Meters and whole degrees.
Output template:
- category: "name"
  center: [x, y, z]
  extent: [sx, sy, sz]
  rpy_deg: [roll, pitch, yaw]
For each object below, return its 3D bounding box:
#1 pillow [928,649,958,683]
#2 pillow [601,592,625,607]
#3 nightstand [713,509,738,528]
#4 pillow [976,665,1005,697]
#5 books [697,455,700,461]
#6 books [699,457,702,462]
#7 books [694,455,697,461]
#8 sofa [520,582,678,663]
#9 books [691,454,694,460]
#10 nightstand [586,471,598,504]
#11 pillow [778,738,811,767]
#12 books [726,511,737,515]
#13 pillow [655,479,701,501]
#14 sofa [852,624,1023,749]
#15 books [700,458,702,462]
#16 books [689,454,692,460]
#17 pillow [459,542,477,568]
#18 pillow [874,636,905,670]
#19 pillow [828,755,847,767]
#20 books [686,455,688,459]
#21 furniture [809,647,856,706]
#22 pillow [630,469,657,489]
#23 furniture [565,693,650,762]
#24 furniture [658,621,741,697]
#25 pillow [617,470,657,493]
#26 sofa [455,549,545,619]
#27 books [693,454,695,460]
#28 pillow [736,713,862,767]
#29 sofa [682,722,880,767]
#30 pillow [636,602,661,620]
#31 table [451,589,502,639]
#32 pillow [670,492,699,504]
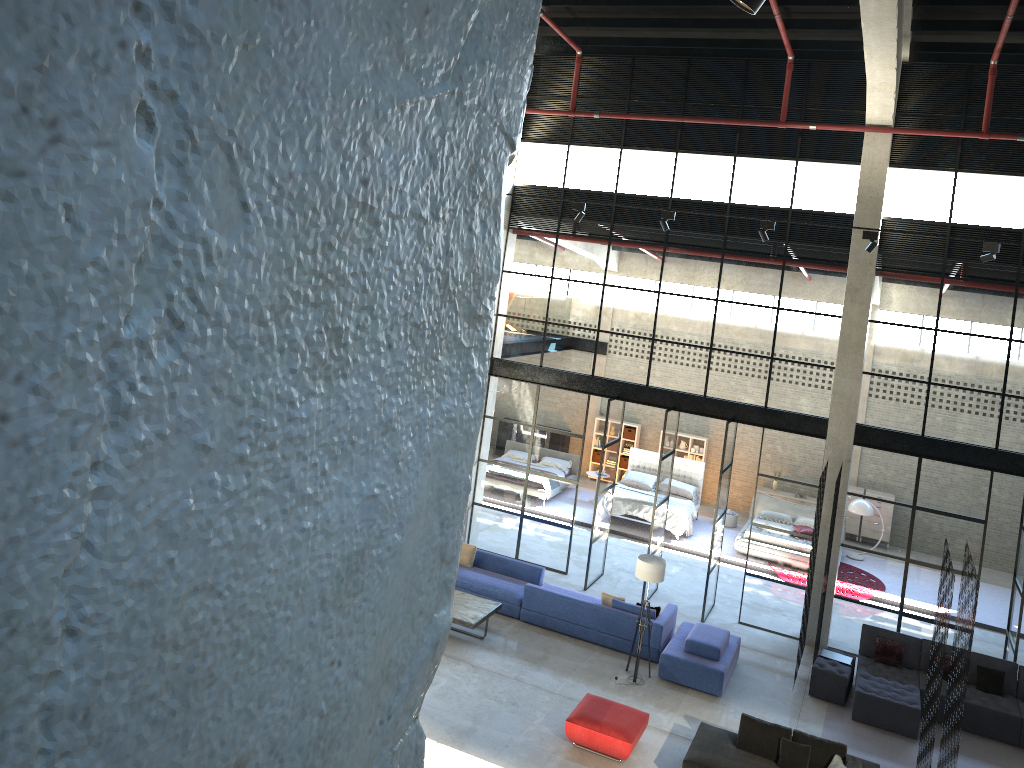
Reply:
- category: "pillow"
  center: [6.499, 4.255, 13.228]
  extent: [0.409, 0.377, 0.191]
  rpy_deg: [9, 2, 24]
- category: "pillow"
  center: [1.623, 3.561, 14.092]
  extent: [0.404, 0.381, 0.206]
  rpy_deg: [9, 2, 24]
- category: "nightstand"
  center: [5.215, 3.276, 21.430]
  extent: [0.583, 0.298, 0.480]
  rpy_deg: [10, 6, 20]
- category: "pillow"
  center: [7.074, 4.399, 12.965]
  extent: [0.386, 0.334, 0.218]
  rpy_deg: [9, 3, 21]
- category: "books"
  center: [4.979, 2.081, 23.468]
  extent: [0.036, 0.332, 0.252]
  rpy_deg: [7, 3, 23]
- category: "books"
  center: [5.023, 2.109, 23.447]
  extent: [0.027, 0.288, 0.252]
  rpy_deg: [7, 3, 23]
- category: "books"
  center: [4.912, 2.062, 23.498]
  extent: [0.056, 0.341, 0.252]
  rpy_deg: [7, 3, 23]
- category: "sofa"
  center: [1.429, 3.690, 14.359]
  extent: [2.353, 0.721, 1.053]
  rpy_deg: [11, 6, 23]
- category: "books"
  center: [4.846, 2.054, 23.527]
  extent: [0.059, 0.334, 0.252]
  rpy_deg: [7, 3, 23]
- category: "nightstand"
  center: [2.108, 2.603, 21.948]
  extent: [0.600, 0.699, 0.606]
  rpy_deg: [7, 3, -5]
- category: "pillow"
  center: [3.290, 4.335, 10.222]
  extent: [0.345, 0.307, 0.187]
  rpy_deg: [9, 3, 21]
- category: "books"
  center: [5.321, 3.137, 21.358]
  extent: [0.230, 0.046, 0.300]
  rpy_deg: [12, 9, 29]
- category: "pillow"
  center: [4.029, 2.520, 21.260]
  extent: [0.987, 0.291, 0.692]
  rpy_deg: [11, 8, 26]
- category: "sofa"
  center: [7.046, 4.628, 12.322]
  extent: [4.182, 0.868, 1.826]
  rpy_deg: [11, 7, 24]
- category: "books"
  center: [5.040, 2.122, 23.430]
  extent: [0.022, 0.274, 0.252]
  rpy_deg: [7, 3, 23]
- category: "books"
  center: [4.804, 2.047, 23.546]
  extent: [0.069, 0.334, 0.252]
  rpy_deg: [7, 3, 23]
- category: "pillow"
  center: [-0.843, 3.029, 15.586]
  extent: [0.404, 0.381, 0.206]
  rpy_deg: [9, 2, 24]
- category: "pillow"
  center: [5.817, 4.137, 13.522]
  extent: [0.416, 0.344, 0.235]
  rpy_deg: [9, 3, 24]
- category: "pillow"
  center: [3.666, 4.420, 9.931]
  extent: [0.208, 0.315, 0.343]
  rpy_deg: [7, 4, 2]
- category: "books"
  center: [4.693, 2.059, 23.548]
  extent: [0.052, 0.276, 0.186]
  rpy_deg: [7, 2, 23]
- category: "furniture"
  center: [4.872, 4.416, 13.321]
  extent: [0.513, 0.454, 0.959]
  rpy_deg: [10, 7, 28]
- category: "pillow"
  center: [3.349, 2.386, 21.785]
  extent: [1.061, 0.322, 0.489]
  rpy_deg: [11, 6, 23]
- category: "furniture"
  center: [1.198, 4.312, 11.034]
  extent: [0.861, 0.375, 0.855]
  rpy_deg: [10, 7, 23]
- category: "furniture"
  center: [2.900, 4.064, 13.413]
  extent: [0.956, 0.553, 1.538]
  rpy_deg: [10, 8, 23]
- category: "pillow"
  center: [3.140, 2.395, 21.544]
  extent: [1.035, 0.373, 0.665]
  rpy_deg: [11, 7, 27]
- category: "sofa"
  center: [-0.704, 3.338, 15.318]
  extent: [2.353, 0.603, 1.054]
  rpy_deg: [11, 7, 23]
- category: "books"
  center: [4.889, 2.059, 23.528]
  extent: [0.065, 0.334, 0.252]
  rpy_deg: [7, 3, 23]
- category: "pillow"
  center: [3.434, 4.339, 10.198]
  extent: [0.738, 0.417, 1.605]
  rpy_deg: [3, 9, -37]
- category: "sofa"
  center: [3.117, 4.582, 10.207]
  extent: [2.123, 0.560, 1.081]
  rpy_deg: [11, 7, 24]
- category: "pillow"
  center: [2.135, 3.657, 13.910]
  extent: [0.399, 0.371, 0.260]
  rpy_deg: [7, 3, 2]
- category: "table"
  center: [-1.321, 3.560, 13.946]
  extent: [2.080, 0.398, 1.027]
  rpy_deg: [11, 8, 23]
- category: "pillow"
  center: [4.052, 2.610, 21.327]
  extent: [0.967, 0.330, 0.715]
  rpy_deg: [11, 7, 24]
